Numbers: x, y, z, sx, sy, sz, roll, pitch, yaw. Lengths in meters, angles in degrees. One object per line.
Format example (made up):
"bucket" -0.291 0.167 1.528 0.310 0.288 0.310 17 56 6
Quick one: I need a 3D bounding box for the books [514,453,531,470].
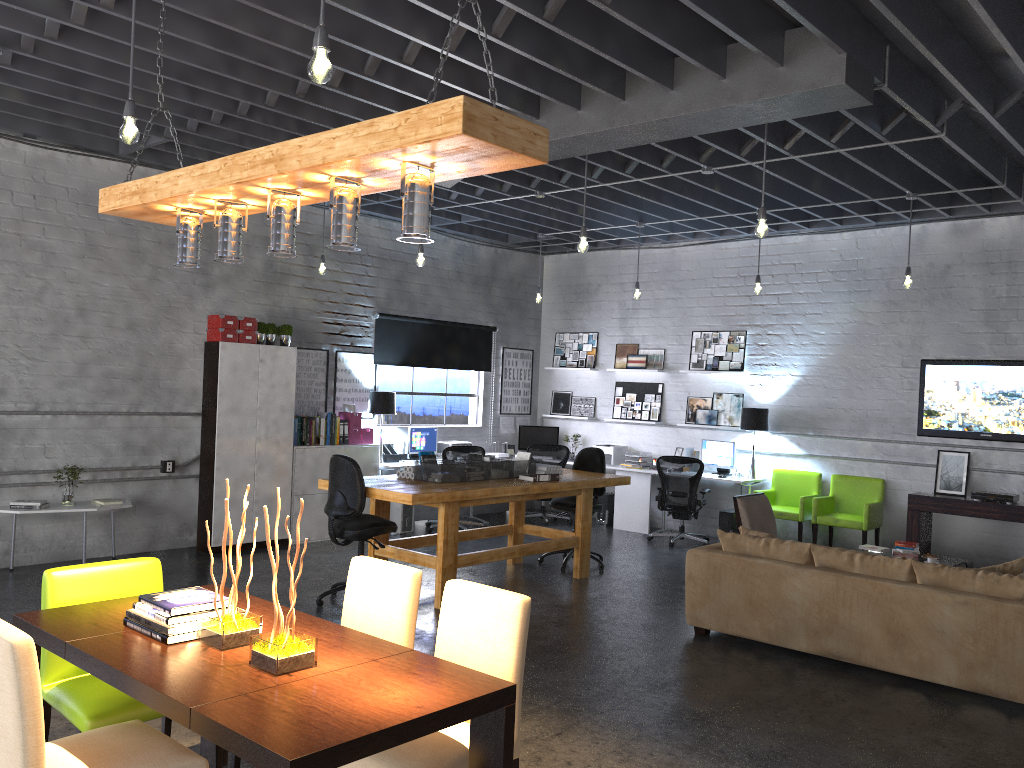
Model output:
"books" 0.082 0.738 8.135 0.158 0.200 0.082 3 1 41

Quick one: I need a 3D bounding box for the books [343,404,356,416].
"books" -1.826 0.359 9.956 0.192 0.267 0.060 3 1 41

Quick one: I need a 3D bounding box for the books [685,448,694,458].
"books" 2.202 0.937 10.969 0.043 0.296 0.210 3 1 41

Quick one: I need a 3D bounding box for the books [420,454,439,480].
"books" -0.683 0.696 7.409 0.097 0.209 0.158 3 1 41

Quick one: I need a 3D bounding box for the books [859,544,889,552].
"books" 3.423 1.555 8.388 0.161 0.027 0.223 3 0 -39

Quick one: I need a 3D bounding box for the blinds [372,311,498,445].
"blinds" -0.951 -0.010 11.251 0.100 1.632 2.120 3 0 41

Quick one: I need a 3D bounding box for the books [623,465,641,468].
"books" 1.515 1.037 11.169 0.211 0.014 0.148 2 0 16

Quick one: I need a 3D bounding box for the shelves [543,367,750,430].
"shelves" 1.647 0.158 11.612 3.022 0.694 0.199 2 0 41

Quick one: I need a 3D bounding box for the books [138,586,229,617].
"books" -1.210 0.803 3.280 0.251 0.030 0.236 2 0 43

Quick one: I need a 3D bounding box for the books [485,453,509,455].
"books" -0.222 0.939 11.911 0.297 0.006 0.210 2 0 43

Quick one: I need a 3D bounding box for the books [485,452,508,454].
"books" -0.219 0.929 11.915 0.297 0.006 0.210 2 0 42

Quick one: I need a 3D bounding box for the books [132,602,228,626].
"books" -1.211 0.831 3.280 0.282 0.026 0.266 2 0 43

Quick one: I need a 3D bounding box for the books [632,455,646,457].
"books" 1.650 0.927 11.490 0.134 0.008 0.203 2 0 24

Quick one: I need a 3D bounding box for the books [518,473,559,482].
"books" 0.223 0.810 7.784 0.298 0.067 0.244 3 0 -39

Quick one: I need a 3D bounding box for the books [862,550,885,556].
"books" 3.413 1.591 8.366 0.174 0.045 0.240 2 0 31

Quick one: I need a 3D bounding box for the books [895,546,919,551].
"books" 3.770 1.560 8.461 0.208 0.024 0.144 2 0 26

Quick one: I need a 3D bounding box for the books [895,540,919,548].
"books" 3.766 1.528 8.456 0.185 0.041 0.129 2 0 36

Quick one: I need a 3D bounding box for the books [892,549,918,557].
"books" 3.756 1.613 8.474 0.223 0.032 0.161 2 0 21

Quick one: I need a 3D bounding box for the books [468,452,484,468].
"books" -0.308 0.712 7.762 0.157 0.214 0.063 3 1 41

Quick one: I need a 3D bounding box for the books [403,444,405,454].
"books" -1.356 0.804 10.662 0.177 0.246 0.026 3 1 41

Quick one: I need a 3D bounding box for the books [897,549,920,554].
"books" 3.774 1.585 8.452 0.161 0.026 0.223 2 0 11

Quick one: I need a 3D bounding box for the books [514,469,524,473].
"books" -0.022 0.784 8.025 0.233 0.022 0.184 2 0 39

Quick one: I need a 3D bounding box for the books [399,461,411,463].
"books" -1.213 0.917 10.410 0.158 0.012 0.209 3 0 -26

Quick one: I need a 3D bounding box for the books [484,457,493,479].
"books" -0.237 0.729 7.740 0.143 0.188 0.061 3 1 41

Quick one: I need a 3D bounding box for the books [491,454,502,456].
"books" -0.223 0.944 11.912 0.297 0.006 0.210 2 0 41

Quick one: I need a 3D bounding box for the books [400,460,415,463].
"books" -1.207 0.907 10.410 0.171 0.010 0.212 3 0 -22

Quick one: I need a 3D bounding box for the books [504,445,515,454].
"books" -0.035 0.898 12.177 0.184 0.121 0.017 2 1 -34

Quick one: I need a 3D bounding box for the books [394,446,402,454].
"books" -1.365 0.838 10.614 0.134 0.176 0.020 3 1 41

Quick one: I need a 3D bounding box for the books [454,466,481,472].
"books" -0.400 0.725 7.604 0.232 0.027 0.185 2 0 13

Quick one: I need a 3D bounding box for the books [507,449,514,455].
"books" -0.017 0.930 12.165 0.102 0.076 0.037 2 0 -34

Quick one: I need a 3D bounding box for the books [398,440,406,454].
"books" -1.348 0.804 10.673 0.179 0.247 0.026 3 1 41

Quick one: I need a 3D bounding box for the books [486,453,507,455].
"books" -0.223 0.934 11.912 0.297 0.006 0.210 2 0 41

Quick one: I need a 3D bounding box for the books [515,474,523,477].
"books" -0.013 0.811 8.025 0.249 0.031 0.184 2 0 43

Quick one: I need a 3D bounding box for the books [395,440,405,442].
"books" -1.365 0.803 10.658 0.175 0.245 0.026 3 1 41

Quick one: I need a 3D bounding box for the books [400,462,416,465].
"books" -1.213 0.929 10.407 0.158 0.012 0.213 3 0 -24

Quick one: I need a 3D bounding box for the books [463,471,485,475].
"books" -0.390 0.750 7.600 0.205 0.022 0.250 3 0 -44

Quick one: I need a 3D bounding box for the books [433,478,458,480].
"books" -0.561 0.791 7.334 0.155 0.029 0.226 2 0 41

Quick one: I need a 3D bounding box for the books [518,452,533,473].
"books" 0.105 0.733 8.157 0.171 0.210 0.046 3 1 41

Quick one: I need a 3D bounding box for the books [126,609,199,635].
"books" -1.220 0.856 3.272 0.315 0.026 0.270 2 0 41

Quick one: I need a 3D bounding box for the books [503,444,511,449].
"books" -0.063 0.889 12.244 0.133 0.109 0.052 2 0 -34

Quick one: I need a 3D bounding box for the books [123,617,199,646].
"books" -1.213 0.887 3.281 0.324 0.035 0.306 2 0 41

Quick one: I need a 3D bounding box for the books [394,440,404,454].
"books" -1.369 0.805 10.649 0.172 0.243 0.026 3 1 41

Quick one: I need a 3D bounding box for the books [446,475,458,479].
"books" -0.557 0.766 7.332 0.141 0.021 0.203 2 0 42

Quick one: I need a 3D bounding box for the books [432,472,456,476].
"books" -0.563 0.744 7.331 0.127 0.022 0.181 2 0 36

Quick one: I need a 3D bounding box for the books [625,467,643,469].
"books" 1.534 1.052 11.168 0.211 0.014 0.148 2 0 6

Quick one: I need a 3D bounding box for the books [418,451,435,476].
"books" -0.697 0.683 7.442 0.108 0.234 0.166 3 1 41

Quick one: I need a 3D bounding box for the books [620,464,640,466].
"books" 1.493 1.022 11.184 0.148 0.014 0.211 3 0 -34

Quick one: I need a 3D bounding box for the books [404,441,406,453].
"books" -1.351 0.806 10.669 0.172 0.243 0.026 3 1 41

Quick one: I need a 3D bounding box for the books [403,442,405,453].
"books" -1.362 0.803 10.661 0.175 0.245 0.026 3 1 41
